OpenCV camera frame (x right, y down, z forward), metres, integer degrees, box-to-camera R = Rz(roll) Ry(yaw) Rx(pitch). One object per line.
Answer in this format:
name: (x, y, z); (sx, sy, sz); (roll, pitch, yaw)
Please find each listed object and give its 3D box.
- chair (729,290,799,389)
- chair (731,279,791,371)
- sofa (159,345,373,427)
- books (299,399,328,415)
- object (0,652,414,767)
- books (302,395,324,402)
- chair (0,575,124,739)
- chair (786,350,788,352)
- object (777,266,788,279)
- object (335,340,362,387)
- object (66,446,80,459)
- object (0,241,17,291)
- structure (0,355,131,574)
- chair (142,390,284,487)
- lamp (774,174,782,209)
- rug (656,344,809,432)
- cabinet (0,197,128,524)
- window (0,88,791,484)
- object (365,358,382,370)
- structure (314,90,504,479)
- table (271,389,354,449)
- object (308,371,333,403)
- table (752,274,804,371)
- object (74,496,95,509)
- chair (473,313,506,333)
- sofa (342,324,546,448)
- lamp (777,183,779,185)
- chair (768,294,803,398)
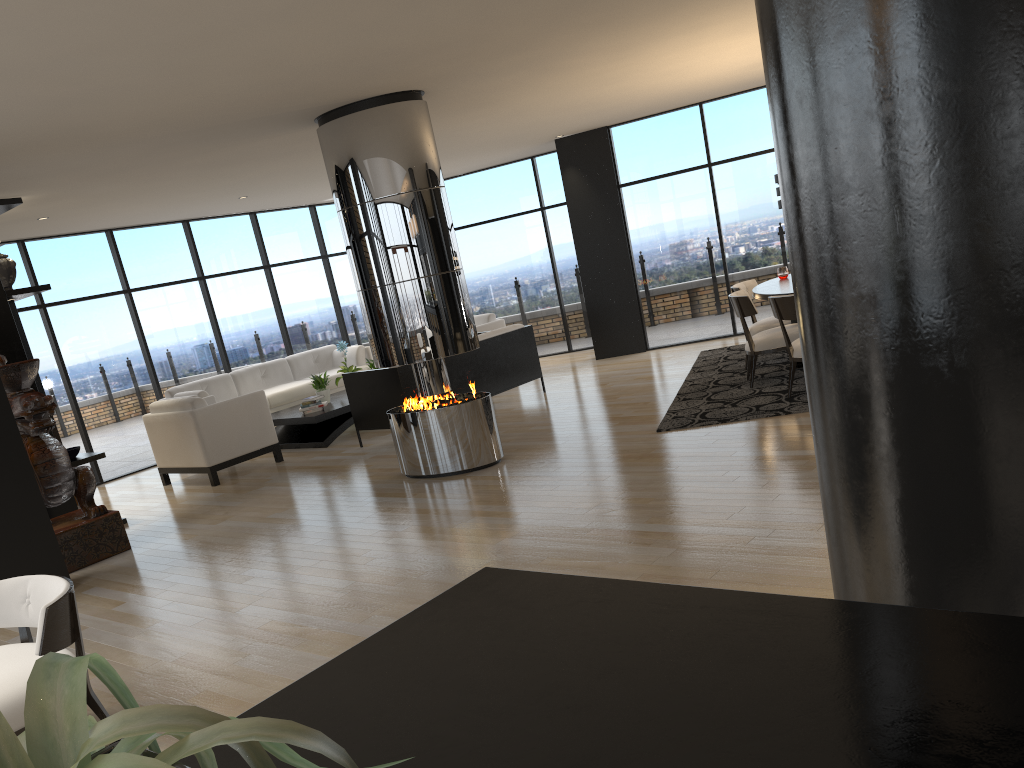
chair: (2.213, -0.416, 7.506); (0.618, 0.821, 0.629); (-10, 11, 12)
chair: (2.435, -0.581, 8.307); (0.618, 0.821, 0.628); (-6, 13, 29)
sofa: (-2.953, 0.149, 11.141); (0.856, 0.871, 2.643); (-3, 13, 41)
books: (-2.125, 0.231, 9.447); (0.306, 0.129, 0.220); (-14, 9, -9)
object: (-0.244, 0.300, 0.582); (0.402, 0.243, 0.394); (-16, 10, -23)
books: (-2.124, 0.154, 9.428); (0.185, 0.027, 0.151); (-7, 10, 32)
chair: (-1.939, 1.162, 3.336); (0.806, 0.687, 0.671); (-3, 14, 41)
chair: (3.083, -0.789, 8.773); (0.644, 0.821, 0.603); (-3, 15, 39)
object: (2.542, -1.042, 8.284); (0.095, 0.108, 0.093); (-6, 13, 30)
object: (-1.877, -0.193, 10.167); (0.351, 0.643, 0.368); (-19, 13, -28)
object: (-3.849, 0.490, 7.514); (0.374, 0.319, 0.208); (-4, 14, 39)
object: (-4.178, -1.001, 7.168); (0.244, 0.554, 0.240); (-13, 12, -4)
structure: (-3.443, 0.549, 6.485); (0.732, 1.624, 0.506); (-1, 16, 41)
chair: (-3.015, 0.490, 8.893); (1.003, 0.872, 0.838); (-3, 14, 41)
lamp: (2.193, -2.049, 6.642); (0.538, 1.354, 0.523); (-8, 13, 18)
rug: (2.903, -0.212, 7.940); (2.728, 0.011, 3.642); (-9, 9, 19)
cabinet: (-4.924, 0.086, 7.723); (2.666, 2.792, 1.162); (-2, 16, 42)
window: (-2.042, -1.222, 4.985); (10.170, 4.874, 15.548); (-7, 10, 28)
object: (-1.602, -0.164, 10.511); (0.285, 0.377, 0.210); (-8, 13, 20)
structure: (-0.754, -0.669, 6.692); (0.895, 2.794, 0.573); (-5, 15, 29)
table: (-1.827, 0.302, 10.229); (1.267, 0.358, 1.993); (-5, 11, 42)
object: (-2.140, 0.040, 9.913); (0.285, 0.377, 0.210); (-11, 12, 5)
table: (2.794, -0.566, 7.801); (1.214, 0.783, 2.060); (-8, 9, 21)
object: (-3.751, 0.977, 7.637); (0.221, 0.504, 0.220); (-17, 13, -21)
chair: (-0.668, -0.411, 11.583); (1.003, 0.872, 0.838); (-3, 14, 41)
sofa: (-0.659, -0.029, 9.137); (0.839, 0.818, 1.993); (-3, 13, 41)
lamp: (2.458, -2.226, 7.461); (0.538, 1.354, 0.523); (-8, 13, 18)
chair: (2.376, -0.337, 6.726); (0.605, 0.821, 0.642); (-22, 15, -41)
